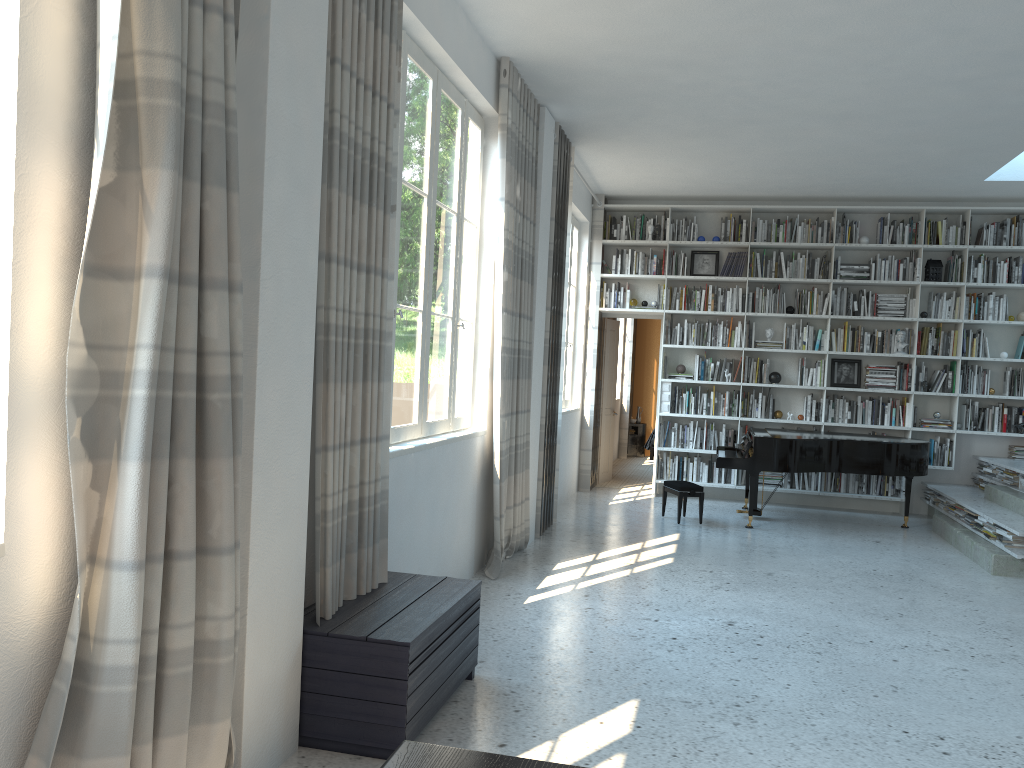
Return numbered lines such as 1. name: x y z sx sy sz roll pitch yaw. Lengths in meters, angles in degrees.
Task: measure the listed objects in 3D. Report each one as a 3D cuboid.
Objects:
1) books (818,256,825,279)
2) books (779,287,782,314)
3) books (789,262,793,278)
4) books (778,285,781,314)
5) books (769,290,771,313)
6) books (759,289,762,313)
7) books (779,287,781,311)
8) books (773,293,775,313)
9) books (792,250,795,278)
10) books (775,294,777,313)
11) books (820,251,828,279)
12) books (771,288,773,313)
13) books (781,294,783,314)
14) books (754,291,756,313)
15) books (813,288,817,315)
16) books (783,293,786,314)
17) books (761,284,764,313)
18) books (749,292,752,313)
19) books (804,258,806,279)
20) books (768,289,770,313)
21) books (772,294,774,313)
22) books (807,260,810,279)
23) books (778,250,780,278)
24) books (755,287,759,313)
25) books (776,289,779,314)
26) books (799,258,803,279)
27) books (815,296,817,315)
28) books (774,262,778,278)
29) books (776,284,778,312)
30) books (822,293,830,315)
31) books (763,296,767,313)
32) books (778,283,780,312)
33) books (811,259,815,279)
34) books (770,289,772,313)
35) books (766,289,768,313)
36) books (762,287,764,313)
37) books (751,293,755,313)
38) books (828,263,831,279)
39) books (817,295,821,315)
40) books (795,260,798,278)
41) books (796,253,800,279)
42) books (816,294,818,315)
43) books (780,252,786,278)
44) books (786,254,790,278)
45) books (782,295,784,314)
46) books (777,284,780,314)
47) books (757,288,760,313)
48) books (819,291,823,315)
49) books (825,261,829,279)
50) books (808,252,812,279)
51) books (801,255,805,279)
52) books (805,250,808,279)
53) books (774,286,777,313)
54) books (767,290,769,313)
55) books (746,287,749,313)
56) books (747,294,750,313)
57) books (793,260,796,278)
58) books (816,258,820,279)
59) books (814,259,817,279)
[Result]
1. books: 3.239 -1.209 9.286 0.055 0.264 0.166 3 2 13
2. books: 2.837 -0.874 9.379 0.011 0.287 0.189 3 2 13
3. books: 2.938 -1.183 9.361 0.028 0.180 0.168 3 2 13
4. books: 2.830 -0.885 9.401 0.005 0.305 0.162 3 2 13
5. books: 2.735 -0.865 9.421 0.011 0.256 0.152 3 2 13
6. books: 2.639 -0.873 9.434 0.024 0.262 0.177 3 2 13
7. books: 2.834 -0.874 9.398 0.004 0.284 0.166 3 2 13
8. books: 2.776 -0.848 9.420 0.011 0.226 0.129 3 2 13
9. books: 2.960 -1.246 9.354 0.012 0.308 0.145 3 2 13
10. books: 2.799 -0.842 9.420 0.012 0.217 0.133 3 2 13
11. books: 3.254 -1.227 9.281 0.058 0.302 0.175 3 2 13
12. books: 2.752 -0.875 9.407 0.011 0.279 0.169 3 2 13
13. books: 2.861 -0.839 9.402 0.012 0.218 0.151 3 2 13
14. books: 2.587 -0.865 9.456 0.012 0.240 0.134 3 2 13
15. books: 3.172 -0.856 9.310 0.022 0.285 0.190 3 2 13
16. books: 2.882 -0.845 9.387 0.031 0.232 0.147 3 2 13
17. books: 2.660 -0.899 9.442 0.011 0.317 0.154 3 2 13
18. books: 2.547 -0.860 9.480 0.029 0.225 0.136 3 2 13
19. books: 3.077 -1.201 9.331 0.013 0.231 0.141 3 2 13
20. books: 2.725 -0.868 9.424 0.010 0.262 0.169 3 2 13
21. books: 2.759 -0.840 9.398 0.011 0.209 0.181 3 2 13
22. books: 3.108 -1.191 9.335 0.024 0.213 0.150 3 2 13
23. books: 2.826 -1.257 9.403 0.013 0.315 0.135 3 2 13
24. books: 2.605 -0.883 9.444 0.026 0.279 0.151 3 2 13
25. books: 2.810 -0.864 9.397 0.010 0.262 0.158 3 2 13
26. books: 3.030 -1.201 9.327 0.021 0.226 0.191 3 2 13
27. books: 3.188 -0.841 9.314 0.010 0.257 0.140 3 2 13
28. books: 2.798 -1.191 9.403 0.034 0.180 0.160 3 2 13
29. books: 2.806 -0.893 9.405 0.004 0.321 0.153 3 2 13
30. books: 3.273 -0.826 9.266 0.064 0.237 0.208 3 2 13
31. books: 2.684 -0.833 9.433 0.029 0.187 0.149 3 2 13
32. books: 2.826 -0.898 9.403 0.005 0.331 0.161 3 2 13
33. books: 3.151 -1.190 9.307 0.030 0.218 0.182 3 2 13
34. books: 2.741 -0.867 9.403 0.009 0.261 0.180 3 2 13
35. books: 2.698 -0.870 9.404 0.009 0.263 0.189 3 2 13
36. books: 2.664 -0.882 9.419 0.010 0.283 0.183 3 2 13
37. books: 2.572 -0.855 9.473 0.024 0.219 0.140 3 2 13
38. books: 3.323 -1.170 9.299 0.019 0.194 0.098 3 2 13
39. books: 3.215 -0.819 9.312 0.024 0.216 0.142 3 2 13
40. books: 2.991 -1.194 9.347 0.010 0.208 0.173 3 2 13
41. books: 3.014 -1.232 9.355 0.026 0.286 0.137 3 2 13
42. books: 3.199 -0.827 9.315 0.011 0.229 0.165 3 2 13
43. books: 2.862 -1.240 9.369 0.075 0.285 0.178 3 2 13
44. books: 2.915 -1.227 9.372 0.027 0.265 0.168 3 2 13
45. books: 2.868 -0.835 9.398 0.004 0.209 0.132 3 2 13
46. books: 2.821 -0.890 9.407 0.005 0.316 0.157 3 2 13
47. books: 2.622 -0.881 9.437 0.012 0.276 0.157 3 2 13
48. books: 3.237 -0.838 9.297 0.022 0.257 0.155 3 2 13
49. books: 3.300 -1.180 9.297 0.028 0.212 0.134 3 2 13
50. books: 3.133 -1.228 9.331 0.022 0.290 0.146 3 2 13
51. books: 3.059 -1.217 9.339 0.028 0.261 0.135 3 2 13
52. books: 3.089 -1.242 9.317 0.011 0.313 0.183 3 2 13
53. books: 2.784 -0.880 9.397 0.011 0.291 0.176 3 2 13
54. books: 2.708 -0.863 9.403 0.012 0.251 0.184 3 2 13
55. books: 2.512 -0.891 9.479 0.012 0.285 0.159 3 2 13
56. books: 2.519 -0.852 9.461 0.015 0.208 0.186 3 2 13
57. books: 2.981 -1.197 9.377 0.024 0.212 0.128 3 2 13
58. books: 3.204 -1.198 9.314 0.024 0.237 0.153 3 2 13
59. books: 3.177 -1.191 9.304 0.022 0.223 0.161 3 2 13
